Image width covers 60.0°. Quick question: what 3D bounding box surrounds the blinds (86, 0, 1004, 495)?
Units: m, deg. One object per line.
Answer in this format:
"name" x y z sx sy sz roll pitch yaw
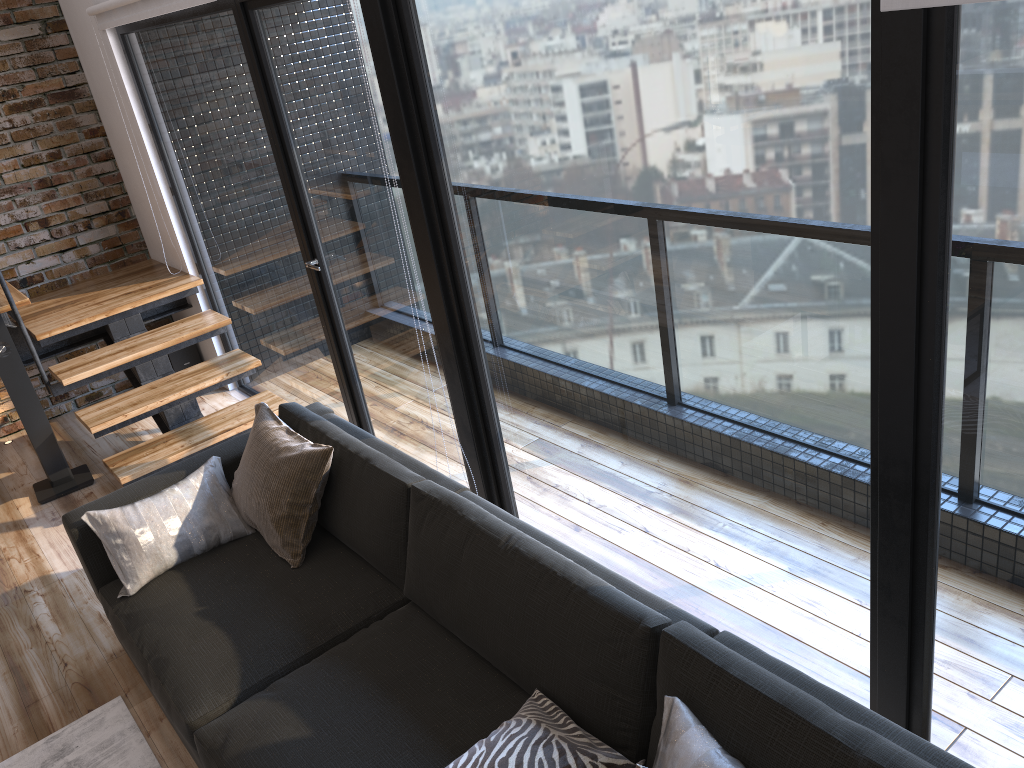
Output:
"blinds" -0.315 -0.348 2.856 0.095 2.056 5.354 -27 29 -31

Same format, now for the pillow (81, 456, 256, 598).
"pillow" -1.140 0.476 2.987 0.497 0.267 0.211 -26 29 -30

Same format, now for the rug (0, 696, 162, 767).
"rug" -1.631 1.642 1.841 2.107 0.003 1.632 -26 29 -31

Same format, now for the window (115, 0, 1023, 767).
"window" -1.972 -1.068 1.567 5.646 5.599 13.360 -27 29 -31

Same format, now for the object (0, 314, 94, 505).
"object" -2.395 -0.018 4.286 0.270 1.213 0.270 -24 28 -26

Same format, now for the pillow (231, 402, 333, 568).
"pillow" -0.799 0.324 3.016 0.264 0.384 0.607 -27 29 -30

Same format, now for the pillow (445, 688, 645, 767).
"pillow" -0.016 0.864 1.827 0.529 0.179 0.355 -28 29 -32

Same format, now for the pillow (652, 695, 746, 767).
"pillow" 0.417 0.835 1.507 0.234 0.295 0.610 -26 29 -30

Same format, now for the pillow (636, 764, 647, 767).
"pillow" 0.333 0.889 1.370 0.250 0.316 0.530 -25 28 -27

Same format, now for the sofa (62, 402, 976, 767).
"sofa" -0.949 1.184 1.703 2.990 0.704 3.035 -27 29 -31
